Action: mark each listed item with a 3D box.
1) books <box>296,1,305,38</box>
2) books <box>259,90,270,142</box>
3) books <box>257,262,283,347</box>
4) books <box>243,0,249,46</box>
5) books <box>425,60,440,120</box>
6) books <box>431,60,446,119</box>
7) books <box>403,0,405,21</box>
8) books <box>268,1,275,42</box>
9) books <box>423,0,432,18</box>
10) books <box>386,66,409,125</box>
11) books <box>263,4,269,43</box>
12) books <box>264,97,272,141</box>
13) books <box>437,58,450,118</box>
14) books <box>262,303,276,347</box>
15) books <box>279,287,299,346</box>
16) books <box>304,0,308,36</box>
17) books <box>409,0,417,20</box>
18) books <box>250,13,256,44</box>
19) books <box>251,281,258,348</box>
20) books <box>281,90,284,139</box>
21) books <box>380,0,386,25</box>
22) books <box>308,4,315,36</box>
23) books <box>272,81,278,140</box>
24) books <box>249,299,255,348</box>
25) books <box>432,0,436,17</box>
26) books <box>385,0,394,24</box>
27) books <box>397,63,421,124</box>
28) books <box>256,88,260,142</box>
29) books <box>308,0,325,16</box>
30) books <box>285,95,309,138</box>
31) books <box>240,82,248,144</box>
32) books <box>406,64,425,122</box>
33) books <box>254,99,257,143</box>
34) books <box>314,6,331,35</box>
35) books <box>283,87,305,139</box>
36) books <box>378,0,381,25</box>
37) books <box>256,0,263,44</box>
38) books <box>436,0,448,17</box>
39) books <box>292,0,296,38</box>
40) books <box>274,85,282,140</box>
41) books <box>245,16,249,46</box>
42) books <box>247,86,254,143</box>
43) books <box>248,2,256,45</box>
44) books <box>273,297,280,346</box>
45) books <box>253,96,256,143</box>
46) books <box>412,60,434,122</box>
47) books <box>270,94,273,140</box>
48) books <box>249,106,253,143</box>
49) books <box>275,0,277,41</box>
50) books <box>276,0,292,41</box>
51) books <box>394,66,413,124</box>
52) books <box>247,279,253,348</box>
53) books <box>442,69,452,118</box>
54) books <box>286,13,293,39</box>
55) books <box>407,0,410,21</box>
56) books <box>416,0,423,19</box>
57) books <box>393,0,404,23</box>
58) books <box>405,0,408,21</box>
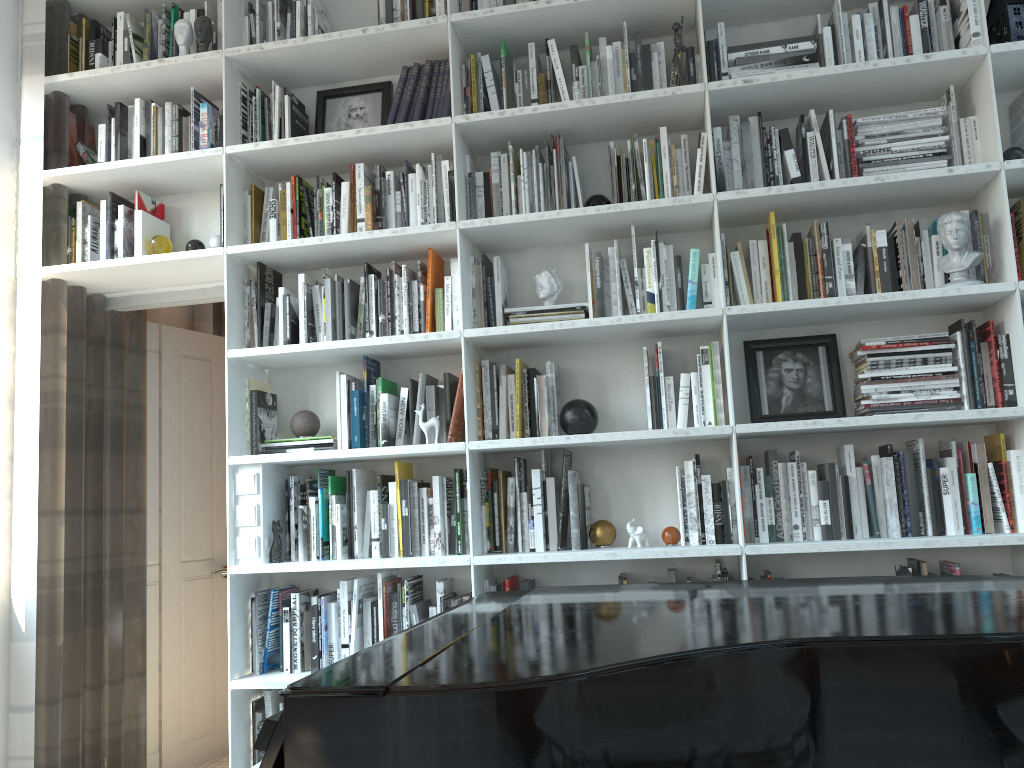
[{"bbox_3d":[-0.774,-1.305,3.360,0.021,0.213,0.173,-4,-7,10],"label":"books"},{"bbox_3d":[-0.903,-0.948,3.335,0.004,0.245,0.189,-4,-7,10],"label":"books"},{"bbox_3d":[-0.886,-0.263,3.254,0.012,0.333,0.185,-4,-7,10],"label":"books"},{"bbox_3d":[-0.999,-1.321,3.427,0.007,0.284,0.159,-4,-7,10],"label":"books"},{"bbox_3d":[-0.274,-1.010,3.254,0.078,0.285,0.174,-4,-7,10],"label":"books"},{"bbox_3d":[-0.250,-1.012,3.255,0.078,0.285,0.174,-4,-7,10],"label":"books"},{"bbox_3d":[-0.380,-1.384,3.325,0.014,0.320,0.137,-4,-7,10],"label":"books"},{"bbox_3d":[-0.891,-1.309,3.396,0.016,0.242,0.156,-4,-7,10],"label":"books"},{"bbox_3d":[-0.295,-1.383,3.275,0.025,0.296,0.163,-4,-7,10],"label":"books"},{"bbox_3d":[-0.404,-0.996,3.269,0.110,0.279,0.174,-4,-7,10],"label":"books"},{"bbox_3d":[-0.906,-1.300,3.393,0.013,0.224,0.177,-4,-7,10],"label":"books"},{"bbox_3d":[-0.879,-0.936,3.334,0.018,0.218,0.186,-4,-8,10],"label":"books"},{"bbox_3d":[-0.229,-1.014,3.246,0.078,0.285,0.174,-4,-7,10],"label":"books"},{"bbox_3d":[-0.857,-0.189,3.247,0.037,0.182,0.189,-4,-8,10],"label":"books"},{"bbox_3d":[-0.803,-0.219,3.242,0.022,0.235,0.177,-4,-7,10],"label":"books"},{"bbox_3d":[-0.759,-1.347,3.383,0.007,0.301,0.145,-4,-7,10],"label":"books"},{"bbox_3d":[-0.350,-1.366,3.290,0.011,0.274,0.184,-4,-7,10],"label":"books"},{"bbox_3d":[-0.955,-1.287,3.412,0.032,0.210,0.158,-4,-7,10],"label":"books"},{"bbox_3d":[-0.903,-0.227,3.256,0.027,0.265,0.176,-4,-7,10],"label":"books"},{"bbox_3d":[-0.825,-0.954,3.334,0.011,0.249,0.168,-4,-7,10],"label":"books"},{"bbox_3d":[-0.454,-1.330,3.312,0.028,0.218,0.153,-4,-7,10],"label":"books"},{"bbox_3d":[-0.733,-1.300,3.367,0.014,0.201,0.171,-4,-8,10],"label":"books"},{"bbox_3d":[-0.856,-0.967,3.342,0.005,0.280,0.191,-4,-7,10],"label":"books"},{"bbox_3d":[-0.921,-0.195,3.273,0.026,0.209,0.155,-4,-7,10],"label":"books"},{"bbox_3d":[-0.267,-1.363,3.292,0.022,0.260,0.152,-4,-7,10],"label":"books"},{"bbox_3d":[-0.431,-1.363,3.307,0.024,0.279,0.188,-4,-7,10],"label":"books"},{"bbox_3d":[-0.361,-1.001,3.252,0.110,0.279,0.174,-4,-7,10],"label":"books"},{"bbox_3d":[-0.917,-0.952,3.351,0.009,0.259,0.184,-4,-7,10],"label":"books"},{"bbox_3d":[-0.746,-1.342,3.392,0.015,0.293,0.131,-4,-7,10],"label":"books"},{"bbox_3d":[-0.803,-0.939,3.319,0.012,0.213,0.185,-4,-8,10],"label":"books"},{"bbox_3d":[-0.984,-0.964,3.361,0.005,0.292,0.184,-4,-7,10],"label":"books"},{"bbox_3d":[-0.335,-1.000,3.265,0.110,0.279,0.174,-4,-7,10],"label":"books"},{"bbox_3d":[-0.925,-0.931,3.335,0.004,0.214,0.186,-4,-8,10],"label":"books"},{"bbox_3d":[-0.718,-1.304,3.375,0.013,0.209,0.136,-4,-7,10],"label":"books"},{"bbox_3d":[-0.814,-0.957,3.331,0.012,0.254,0.166,-4,-7,10],"label":"books"},{"bbox_3d":[-0.473,-1.356,3.332,0.013,0.277,0.151,-4,-7,10],"label":"books"},{"bbox_3d":[-0.935,-1.309,3.403,0.012,0.249,0.180,-4,-7,10],"label":"books"},{"bbox_3d":[-0.243,-1.364,3.274,0.031,0.254,0.178,-4,-7,10],"label":"books"},{"bbox_3d":[-0.790,-1.306,3.370,0.013,0.219,0.181,-4,-8,10],"label":"books"},{"bbox_3d":[-0.844,-0.958,3.329,0.023,0.258,0.183,-4,-7,10],"label":"books"},{"bbox_3d":[-0.987,-1.283,3.412,0.017,0.204,0.142,-4,-7,10],"label":"books"},{"bbox_3d":[-0.968,-0.960,3.368,0.006,0.287,0.148,-4,-7,10],"label":"books"},{"bbox_3d":[-0.975,-1.310,3.419,0.007,0.258,0.156,-4,-7,10],"label":"books"},{"bbox_3d":[-0.831,-0.201,3.262,0.042,0.208,0.143,-4,-7,10],"label":"books"},{"bbox_3d":[-0.930,-0.936,3.347,0.009,0.228,0.184,-4,-7,10],"label":"books"},{"bbox_3d":[-0.310,-1.007,3.240,0.097,0.282,0.174,-4,-7,10],"label":"books"},{"bbox_3d":[-0.867,-0.948,3.344,0.019,0.243,0.153,-4,-7,10],"label":"books"},{"bbox_3d":[-0.954,-0.920,3.364,0.015,0.206,0.172,-4,-8,10],"label":"books"},{"bbox_3d":[-0.864,-1.321,3.389,0.016,0.260,0.154,-4,-7,10],"label":"books"},{"bbox_3d":[-0.845,-1.334,3.370,0.015,0.279,0.191,-4,-7,10],"label":"books"},{"bbox_3d":[-0.380,-0.997,3.273,0.110,0.279,0.174,-4,-7,10],"label":"books"},{"bbox_3d":[-0.940,-0.230,3.290,0.012,0.284,0.159,-4,-7,10],"label":"books"},{"bbox_3d":[-0.209,-1.017,3.228,0.078,0.285,0.174,-4,-7,10],"label":"books"},{"bbox_3d":[-0.819,-1.285,3.378,0.026,0.182,0.161,-4,-8,10],"label":"books"},{"bbox_3d":[-0.360,-1.360,3.291,0.010,0.263,0.157,-4,-7,10],"label":"books"},{"bbox_3d":[-0.316,-1.327,3.284,0.027,0.190,0.177,-4,-8,10],"label":"books"},{"bbox_3d":[-0.404,-1.350,3.299,0.028,0.248,0.155,-4,-7,10],"label":"books"},{"bbox_3d":[-0.369,-1.368,3.306,0.013,0.283,0.167,-4,-7,10],"label":"books"}]
